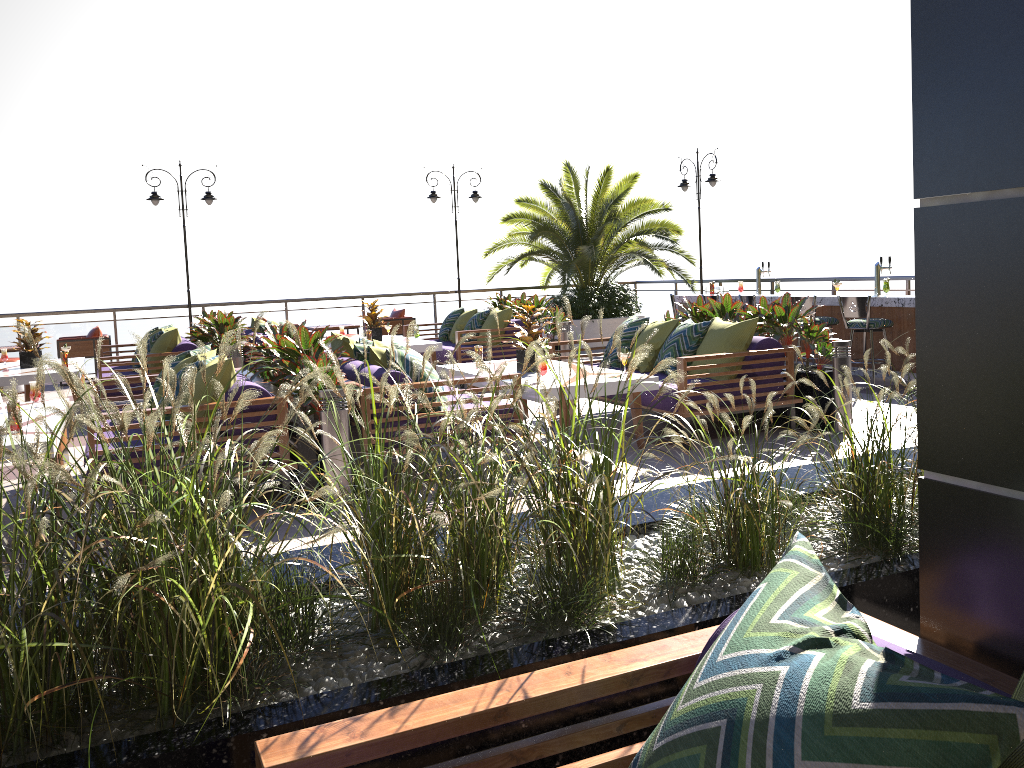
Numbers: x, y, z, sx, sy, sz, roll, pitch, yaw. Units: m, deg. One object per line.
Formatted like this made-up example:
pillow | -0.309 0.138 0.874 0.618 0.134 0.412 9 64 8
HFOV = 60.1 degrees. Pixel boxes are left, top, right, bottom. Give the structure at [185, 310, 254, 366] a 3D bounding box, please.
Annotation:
structure | -3.415 -0.300 10.334 0.716 1.167 2.255 -5 7 -27

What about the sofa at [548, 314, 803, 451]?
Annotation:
sofa | 1.259 -0.121 7.465 1.121 0.915 2.133 -5 7 -24

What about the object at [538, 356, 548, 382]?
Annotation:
object | 0.217 -0.108 6.257 0.069 0.180 0.069 -6 5 -36

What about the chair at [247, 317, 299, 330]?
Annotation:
chair | -3.808 -0.688 14.186 0.715 0.813 0.717 -5 6 -24

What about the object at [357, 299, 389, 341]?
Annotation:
object | -1.734 -0.794 11.042 0.425 0.524 0.432 -2 5 3

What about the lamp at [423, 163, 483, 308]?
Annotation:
lamp | -0.976 -2.290 15.901 1.124 3.314 0.264 -4 4 -24

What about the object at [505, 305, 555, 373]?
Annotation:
object | 0.141 -0.362 6.937 0.430 0.524 0.426 -4 5 -12

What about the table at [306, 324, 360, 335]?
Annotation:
table | -2.943 -0.663 14.580 0.741 0.587 0.758 -5 6 -24

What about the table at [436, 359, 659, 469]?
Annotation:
table | 0.198 0.169 6.991 0.943 0.551 2.044 -5 7 -24

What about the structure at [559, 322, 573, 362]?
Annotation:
structure | 0.664 -0.409 10.835 0.180 0.697 0.100 -4 4 -24

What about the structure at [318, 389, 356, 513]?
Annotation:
structure | -1.022 0.380 5.154 0.180 0.697 0.100 -4 4 -24

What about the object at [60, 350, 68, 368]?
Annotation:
object | -4.597 -0.251 9.080 0.067 0.189 0.085 -2 4 6

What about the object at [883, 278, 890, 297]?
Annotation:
object | 3.985 -1.030 9.422 0.069 0.197 0.082 -2 4 12

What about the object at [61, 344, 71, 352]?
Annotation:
object | -5.127 -0.370 10.183 0.106 0.196 0.106 -2 5 9

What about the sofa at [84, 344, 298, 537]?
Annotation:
sofa | -2.205 0.234 5.877 1.121 0.915 2.133 -5 7 -24

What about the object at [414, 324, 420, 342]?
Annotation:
object | -1.154 -0.622 10.715 0.069 0.210 0.069 -6 5 -36

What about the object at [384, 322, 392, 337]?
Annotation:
object | -1.637 -0.719 11.722 0.106 0.196 0.106 -2 5 9

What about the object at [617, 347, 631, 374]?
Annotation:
object | 0.827 -0.175 6.513 0.106 0.196 0.106 -2 5 9

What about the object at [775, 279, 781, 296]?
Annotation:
object | 3.289 -1.199 10.963 0.069 0.210 0.069 -6 5 -41

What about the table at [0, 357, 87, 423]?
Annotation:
table | -5.108 0.092 9.497 0.943 0.551 2.044 -5 7 -24

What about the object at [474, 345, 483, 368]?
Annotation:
object | -0.274 -0.229 7.360 0.067 0.189 0.085 -2 4 6

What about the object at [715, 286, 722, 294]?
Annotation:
object | 2.940 -1.285 12.587 0.105 0.208 0.106 1 6 41

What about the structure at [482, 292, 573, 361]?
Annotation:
structure | 0.108 -0.654 11.897 0.738 1.166 2.259 -5 7 -23

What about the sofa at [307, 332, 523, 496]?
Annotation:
sofa | -0.846 0.092 6.521 1.121 0.915 2.133 -5 7 -24

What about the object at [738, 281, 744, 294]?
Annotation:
object | 3.000 -1.252 11.604 0.069 0.180 0.069 1 5 38

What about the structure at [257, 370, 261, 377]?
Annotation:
structure | -2.002 0.153 7.312 0.180 0.697 0.100 -4 4 -24

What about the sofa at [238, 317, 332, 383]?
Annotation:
sofa | -2.697 -0.337 10.597 1.121 0.915 2.133 -5 7 -24

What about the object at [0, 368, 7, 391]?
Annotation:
object | -3.310 -0.013 5.386 0.425 0.524 0.432 -3 5 -7

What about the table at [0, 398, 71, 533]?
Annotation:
table | -3.263 0.520 5.431 0.943 0.551 2.044 -5 7 -24

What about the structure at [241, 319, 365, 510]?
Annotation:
structure | -1.522 0.134 6.208 0.702 1.168 2.428 -4 7 -22

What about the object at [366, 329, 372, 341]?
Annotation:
object | -1.669 -0.543 10.360 0.067 0.189 0.085 -2 4 6

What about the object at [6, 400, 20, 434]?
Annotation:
object | -2.805 0.184 4.976 0.067 0.189 0.085 -2 4 6

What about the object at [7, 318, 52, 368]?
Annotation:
object | -5.154 -0.440 9.437 0.430 0.524 0.427 -2 5 8

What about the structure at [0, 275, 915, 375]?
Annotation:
structure | -2.763 -0.110 8.241 17.526 1.054 12.964 -6 8 -24

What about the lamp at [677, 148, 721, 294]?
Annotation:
lamp | 3.260 -2.407 15.322 0.264 3.314 1.125 -4 4 -24

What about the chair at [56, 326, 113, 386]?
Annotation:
chair | -6.298 -0.436 13.064 0.715 0.813 0.717 -5 6 -24

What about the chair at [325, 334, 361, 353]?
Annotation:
chair | -2.629 -0.534 13.874 0.580 0.478 0.579 -7 7 -36

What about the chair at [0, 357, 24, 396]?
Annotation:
chair | -6.859 -0.105 11.968 0.579 0.478 0.581 -4 6 -16

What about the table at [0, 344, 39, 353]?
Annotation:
table | -7.172 -0.234 12.674 0.741 0.587 0.758 -5 6 -24

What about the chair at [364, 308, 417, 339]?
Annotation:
chair | -2.069 -0.865 14.971 0.715 0.813 0.717 -5 6 -24

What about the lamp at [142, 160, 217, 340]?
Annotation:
lamp | -5.148 -1.867 14.021 1.124 3.314 0.264 -4 4 -24

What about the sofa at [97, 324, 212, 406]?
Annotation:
sofa | -4.055 -0.195 9.952 1.121 0.915 2.133 -5 7 -24

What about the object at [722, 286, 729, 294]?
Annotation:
object | 3.043 -1.294 12.621 0.105 0.208 0.106 1 6 41

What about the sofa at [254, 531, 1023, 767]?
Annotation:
sofa | 0.553 0.781 0.538 1.121 0.915 2.133 -5 7 -24

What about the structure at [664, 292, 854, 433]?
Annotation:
structure | 2.005 -0.224 7.802 0.738 1.166 2.259 -5 7 -23

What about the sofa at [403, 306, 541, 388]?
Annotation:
sofa | -0.588 -0.549 11.534 1.121 0.915 2.133 -5 7 -24

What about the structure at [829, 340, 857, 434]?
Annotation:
structure | 2.519 0.021 6.750 0.180 0.697 0.100 -4 4 -24

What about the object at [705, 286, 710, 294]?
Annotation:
object | 2.843 -1.307 12.794 0.105 0.208 0.106 1 6 41

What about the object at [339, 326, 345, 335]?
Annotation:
object | -2.195 -0.651 11.441 0.069 0.180 0.069 -6 5 -36

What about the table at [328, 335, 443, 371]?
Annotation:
table | -1.648 -0.259 11.056 0.943 0.551 2.044 -5 7 -24

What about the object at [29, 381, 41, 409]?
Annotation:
object | -3.261 0.073 6.055 0.069 0.180 0.069 -2 4 9

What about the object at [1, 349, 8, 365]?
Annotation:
object | -5.679 -0.302 9.906 0.069 0.180 0.069 -2 4 9

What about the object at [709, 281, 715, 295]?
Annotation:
object | 2.747 -1.314 12.150 0.067 0.189 0.085 -3 4 1

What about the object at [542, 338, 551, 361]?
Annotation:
object | 0.294 -0.302 7.716 0.082 0.197 0.069 -1 4 17

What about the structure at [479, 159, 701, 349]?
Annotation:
structure | 1.343 -2.327 15.507 3.801 3.289 3.770 1 7 33

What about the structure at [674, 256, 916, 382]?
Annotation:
structure | 3.611 -0.869 10.939 0.806 1.322 4.417 -5 7 -24

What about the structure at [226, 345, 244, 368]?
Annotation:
structure | -2.877 -0.050 9.239 0.180 0.697 0.100 -4 4 -24
